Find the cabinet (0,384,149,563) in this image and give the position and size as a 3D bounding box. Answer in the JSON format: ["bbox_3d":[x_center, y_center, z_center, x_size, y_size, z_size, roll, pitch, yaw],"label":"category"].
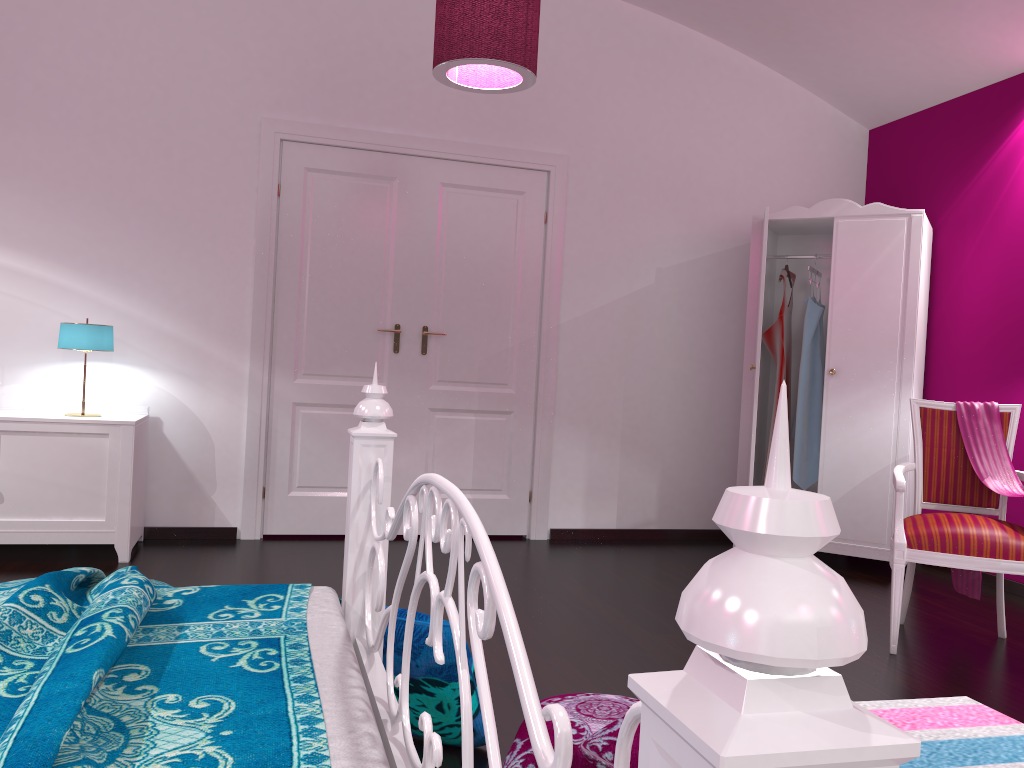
[{"bbox_3d":[-2.254,0.375,3.909,1.142,0.734,0.506,3,1,-16],"label":"cabinet"}]

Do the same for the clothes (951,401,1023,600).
[{"bbox_3d":[1.830,0.457,3.257,0.162,0.777,0.601,3,1,-12],"label":"clothes"}]

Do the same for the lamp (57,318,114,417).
[{"bbox_3d":[-1.912,-0.076,3.972,0.229,0.438,0.229,4,1,29],"label":"lamp"}]

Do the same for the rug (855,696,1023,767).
[{"bbox_3d":[1.000,0.953,1.517,1.400,0.018,2.100,3,1,-16],"label":"rug"}]

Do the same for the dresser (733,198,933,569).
[{"bbox_3d":[1.649,-0.004,4.634,0.842,1.893,0.875,4,1,29],"label":"dresser"}]

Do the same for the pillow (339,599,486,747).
[{"bbox_3d":[-0.262,0.702,2.151,0.402,0.357,0.264,4,1,25],"label":"pillow"}]

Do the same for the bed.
[{"bbox_3d":[-1.140,0.279,0.855,2.317,1.143,2.167,3,1,-16],"label":"bed"}]

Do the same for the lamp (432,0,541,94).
[{"bbox_3d":[0.199,-1.644,2.244,0.377,1.129,2.377,3,1,-16],"label":"lamp"}]

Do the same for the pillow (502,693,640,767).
[{"bbox_3d":[0.213,0.828,2.072,0.429,0.142,0.400,3,1,9],"label":"pillow"}]

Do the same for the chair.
[{"bbox_3d":[1.666,0.516,3.244,0.528,0.901,0.511,3,1,19],"label":"chair"}]

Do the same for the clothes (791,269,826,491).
[{"bbox_3d":[1.640,-0.024,4.829,0.180,1.199,0.191,3,1,8],"label":"clothes"}]

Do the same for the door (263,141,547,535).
[{"bbox_3d":[-0.535,-0.198,4.681,1.405,2.001,0.098,3,1,-16],"label":"door"}]

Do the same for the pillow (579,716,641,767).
[{"bbox_3d":[0.417,0.799,1.845,0.391,0.224,0.425,4,1,43],"label":"pillow"}]

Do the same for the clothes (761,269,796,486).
[{"bbox_3d":[1.458,-0.023,4.903,0.173,1.237,0.315,4,1,32],"label":"clothes"}]
